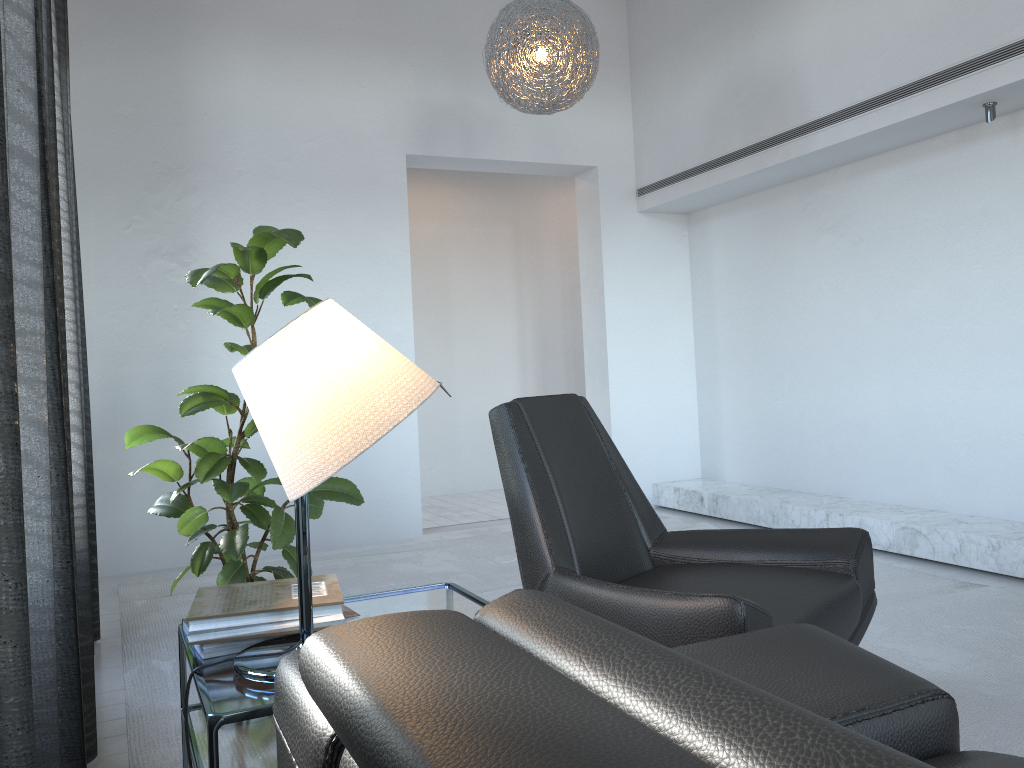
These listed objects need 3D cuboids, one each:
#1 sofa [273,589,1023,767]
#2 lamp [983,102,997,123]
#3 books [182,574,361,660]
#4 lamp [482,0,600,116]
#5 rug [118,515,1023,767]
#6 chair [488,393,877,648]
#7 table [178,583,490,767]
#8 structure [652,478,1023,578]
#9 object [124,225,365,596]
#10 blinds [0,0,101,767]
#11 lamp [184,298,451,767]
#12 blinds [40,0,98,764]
[{"bbox_3d":[0.503,0.530,0.490,0.937,0.617,1.902,-3,0,-25],"label":"sofa"},{"bbox_3d":[2.818,-1.124,1.695,0.053,0.081,4.248,-2,0,-25],"label":"lamp"},{"bbox_3d":[-0.460,0.437,1.692,0.320,0.075,0.278,-3,0,-20],"label":"books"},{"bbox_3d":[0.109,-1.834,3.904,0.515,1.308,0.512,-2,-2,-10],"label":"lamp"},{"bbox_3d":[1.110,0.802,1.235,2.956,0.032,7.759,-3,1,-25],"label":"rug"},{"bbox_3d":[0.367,0.425,2.167,0.803,0.811,0.841,-3,-1,38],"label":"chair"},{"bbox_3d":[-0.275,0.667,1.633,0.593,0.411,0.592,-3,0,-25],"label":"table"},{"bbox_3d":[2.557,0.647,2.469,0.393,0.135,7.199,-3,1,-25],"label":"structure"},{"bbox_3d":[-0.666,0.213,2.397,0.784,1.333,0.534,-2,-2,-14],"label":"object"},{"bbox_3d":[-1.059,-0.738,2.017,0.189,3.281,3.208,-2,-1,-25],"label":"blinds"},{"bbox_3d":[-0.338,0.365,1.103,0.475,1.016,1.167,-3,0,1],"label":"lamp"},{"bbox_3d":[-1.067,-0.655,2.048,0.115,3.115,1.079,-2,-2,-27],"label":"blinds"}]
